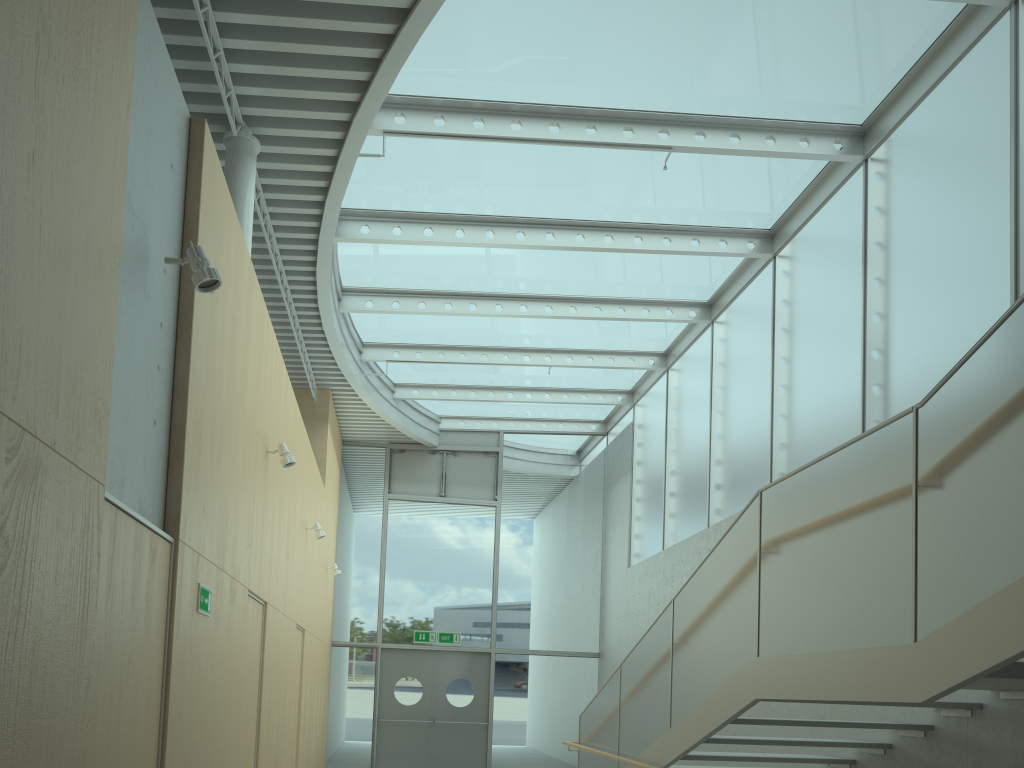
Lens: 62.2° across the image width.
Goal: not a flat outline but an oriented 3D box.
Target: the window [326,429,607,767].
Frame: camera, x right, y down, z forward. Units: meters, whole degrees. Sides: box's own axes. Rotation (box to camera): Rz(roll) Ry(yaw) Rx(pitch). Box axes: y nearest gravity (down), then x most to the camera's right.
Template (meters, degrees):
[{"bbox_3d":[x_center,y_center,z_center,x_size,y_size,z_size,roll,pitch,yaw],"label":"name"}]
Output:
[{"bbox_3d":[-0.714,3.747,14.989,4.870,6.125,0.112,4,-4,-8],"label":"window"}]

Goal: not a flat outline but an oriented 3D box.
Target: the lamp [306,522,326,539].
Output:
[{"bbox_3d":[-2.209,1.649,9.579,0.236,0.191,0.144,9,-12,-27],"label":"lamp"}]

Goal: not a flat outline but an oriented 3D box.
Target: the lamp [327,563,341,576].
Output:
[{"bbox_3d":[-2.657,2.768,12.689,0.236,0.191,0.144,9,-12,-27],"label":"lamp"}]

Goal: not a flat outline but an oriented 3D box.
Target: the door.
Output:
[{"bbox_3d":[-1.358,5.670,14.764,1.927,2.053,0.179,4,-4,-8],"label":"door"}]

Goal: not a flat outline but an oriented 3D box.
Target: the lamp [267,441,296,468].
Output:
[{"bbox_3d":[-1.763,0.537,6.490,0.236,0.191,0.144,9,-12,-27],"label":"lamp"}]

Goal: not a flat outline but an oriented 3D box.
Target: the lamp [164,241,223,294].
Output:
[{"bbox_3d":[-1.346,-0.502,3.602,0.236,0.191,0.144,9,-12,-27],"label":"lamp"}]

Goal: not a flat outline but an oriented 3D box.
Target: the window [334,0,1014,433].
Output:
[{"bbox_3d":[0.288,1.548,9.497,4.795,6.035,16.625,3,-18,-7],"label":"window"}]

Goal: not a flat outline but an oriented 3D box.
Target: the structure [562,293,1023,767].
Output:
[{"bbox_3d":[2.441,1.006,3.803,1.890,4.052,13.249,3,-19,-7],"label":"structure"}]

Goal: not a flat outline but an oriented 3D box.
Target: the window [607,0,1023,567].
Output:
[{"bbox_3d":[2.496,0.219,9.906,0.030,2.641,16.444,3,-20,-7],"label":"window"}]
